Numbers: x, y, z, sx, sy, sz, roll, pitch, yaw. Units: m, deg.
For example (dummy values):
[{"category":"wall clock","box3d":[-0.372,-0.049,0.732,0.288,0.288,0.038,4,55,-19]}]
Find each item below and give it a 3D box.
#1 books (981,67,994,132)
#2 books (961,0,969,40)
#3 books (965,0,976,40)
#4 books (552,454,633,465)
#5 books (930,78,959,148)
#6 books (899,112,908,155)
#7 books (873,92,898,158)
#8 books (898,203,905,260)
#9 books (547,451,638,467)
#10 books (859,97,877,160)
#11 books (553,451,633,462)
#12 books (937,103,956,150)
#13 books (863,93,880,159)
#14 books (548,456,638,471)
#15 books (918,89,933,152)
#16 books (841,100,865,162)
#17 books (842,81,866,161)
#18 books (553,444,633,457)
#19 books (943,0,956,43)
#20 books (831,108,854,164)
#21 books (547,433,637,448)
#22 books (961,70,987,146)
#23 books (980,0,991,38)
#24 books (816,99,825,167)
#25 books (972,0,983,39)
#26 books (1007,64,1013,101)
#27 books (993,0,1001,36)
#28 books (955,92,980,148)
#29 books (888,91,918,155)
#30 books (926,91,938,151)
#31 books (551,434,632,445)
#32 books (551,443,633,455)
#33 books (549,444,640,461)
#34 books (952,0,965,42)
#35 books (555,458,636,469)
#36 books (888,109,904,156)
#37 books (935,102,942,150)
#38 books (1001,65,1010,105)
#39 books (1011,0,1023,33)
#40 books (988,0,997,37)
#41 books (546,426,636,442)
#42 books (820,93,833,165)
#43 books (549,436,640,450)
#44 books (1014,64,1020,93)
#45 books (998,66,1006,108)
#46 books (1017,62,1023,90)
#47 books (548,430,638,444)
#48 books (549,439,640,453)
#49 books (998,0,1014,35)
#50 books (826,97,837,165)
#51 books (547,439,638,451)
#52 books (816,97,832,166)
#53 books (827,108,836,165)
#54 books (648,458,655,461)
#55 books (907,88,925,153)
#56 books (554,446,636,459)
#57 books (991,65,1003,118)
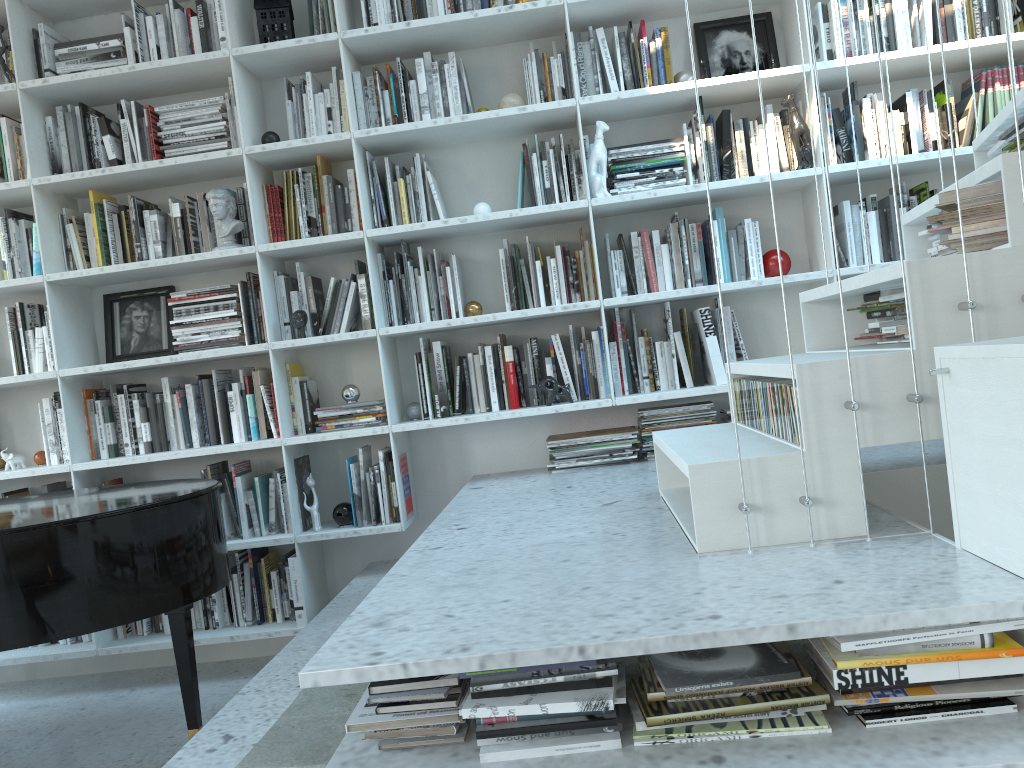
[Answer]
[{"category":"books","box3d":[1.755,-1.008,3.317,0.033,0.294,0.169,-7,2,4]},{"category":"books","box3d":[1.659,-1.362,3.313,0.012,0.283,0.151,-7,2,4]},{"category":"books","box3d":[1.671,-1.360,3.309,0.013,0.277,0.188,-7,1,4]},{"category":"books","box3d":[0.318,0.284,3.479,0.308,0.008,0.195,-7,1,8]},{"category":"books","box3d":[1.622,-0.984,3.338,0.026,0.278,0.169,-7,2,4]},{"category":"books","box3d":[1.453,-0.916,3.357,0.030,0.184,0.137,-7,1,4]},{"category":"books","box3d":[1.382,-0.946,3.340,0.056,0.261,0.176,-7,2,4]},{"category":"books","box3d":[1.442,-0.562,3.358,0.014,0.221,0.155,-7,1,4]},{"category":"books","box3d":[0.319,0.292,3.476,0.346,0.007,0.193,-7,1,9]},{"category":"books","box3d":[1.320,-0.930,3.345,0.026,0.246,0.180,-7,1,4]},{"category":"books","box3d":[0.318,0.277,3.484,0.308,0.008,0.195,-7,1,6]},{"category":"books","box3d":[1.601,-0.932,3.314,0.024,0.181,0.191,-7,1,4]},{"category":"books","box3d":[1.344,-0.943,3.355,0.022,0.265,0.157,-7,2,4]},{"category":"books","box3d":[0.321,0.307,3.479,0.346,0.007,0.193,-7,1,8]},{"category":"books","box3d":[1.542,-0.962,3.351,0.012,0.254,0.161,-7,2,4]},{"category":"books","box3d":[1.285,-0.924,3.349,0.022,0.243,0.170,-7,1,4]},{"category":"books","box3d":[1.298,-0.966,3.365,0.012,0.322,0.141,-7,2,4]},{"category":"books","box3d":[0.317,0.254,3.488,0.308,0.008,0.195,-7,1,4]},{"category":"books","box3d":[1.618,-1.334,3.337,0.028,0.237,0.145,-7,2,4]},{"category":"books","box3d":[1.243,-0.916,3.380,0.066,0.236,0.144,-7,2,4]},{"category":"books","box3d":[0.315,0.217,3.482,0.346,0.007,0.193,-7,1,6]},{"category":"books","box3d":[1.718,-1.001,3.320,0.072,0.291,0.169,-7,2,4]},{"category":"books","box3d":[1.722,-1.334,3.302,0.025,0.211,0.188,-7,1,4]},{"category":"books","box3d":[1.139,-0.922,3.365,0.026,0.273,0.158,-7,2,4]},{"category":"books","box3d":[1.692,-1.358,3.305,0.028,0.268,0.173,-7,2,4]},{"category":"books","box3d":[1.832,-1.018,3.307,0.018,0.293,0.169,-7,2,4]},{"category":"books","box3d":[1.775,-1.377,3.313,0.013,0.283,0.149,-7,2,4]},{"category":"books","box3d":[1.682,-0.957,3.323,0.088,0.217,0.167,-7,1,4]},{"category":"books","box3d":[1.473,-0.950,3.338,0.022,0.247,0.181,-7,1,4]},{"category":"books","box3d":[1.561,-0.962,3.353,0.025,0.249,0.133,-7,2,4]},{"category":"books","box3d":[0.314,0.209,3.482,0.308,0.008,0.195,-7,1,6]},{"category":"books","box3d":[0.318,0.246,3.475,0.308,0.008,0.195,-7,1,9]},{"category":"books","box3d":[0.318,0.269,3.484,0.345,0.007,0.193,-7,1,2]},{"category":"books","box3d":[1.643,-1.345,3.324,0.025,0.252,0.160,-7,2,4]},{"category":"books","box3d":[0.320,0.299,3.479,0.308,0.008,0.195,-7,1,0]},{"category":"books","box3d":[1.425,-0.914,3.338,0.023,0.189,0.169,-7,1,4]},{"category":"books","box3d":[1.583,-0.944,3.355,0.014,0.207,0.138,-7,2,4]},{"category":"books","box3d":[1.815,-1.016,3.312,0.018,0.293,0.169,-7,2,4]},{"category":"books","box3d":[1.848,-1.390,3.295,0.042,0.292,0.186,-7,2,4]},{"category":"books","box3d":[1.747,-1.341,3.309,0.025,0.220,0.177,-7,1,4]},{"category":"books","box3d":[0.312,0.194,3.481,0.346,0.007,0.193,-7,1,6]},{"category":"books","box3d":[1.182,-0.937,3.375,0.010,0.293,0.164,-7,2,4]},{"category":"books","box3d":[0.315,0.224,3.473,0.345,0.007,0.193,-7,1,-1]},{"category":"books","box3d":[1.851,-1.020,3.310,0.018,0.293,0.169,-7,2,4]},{"category":"books","box3d":[1.797,-1.013,3.314,0.018,0.293,0.169,-7,2,4]},{"category":"books","box3d":[1.868,-1.022,3.303,0.018,0.293,0.169,-7,2,4]},{"category":"books","box3d":[0.313,0.202,3.481,0.345,0.007,0.193,-7,1,2]},{"category":"books","box3d":[0.317,0.239,3.480,0.345,0.007,0.193,-7,1,1]},{"category":"books","box3d":[1.800,-1.335,3.296,0.029,0.195,0.192,-7,1,4]},{"category":"books","box3d":[1.203,-0.933,3.383,0.010,0.279,0.147,-7,2,4]},{"category":"books","box3d":[0.317,0.231,3.482,0.346,0.007,0.193,-7,1,6]},{"category":"books","box3d":[1.164,-0.927,3.361,0.025,0.277,0.160,-7,2,4]},{"category":"books","box3d":[1.195,-0.911,3.375,0.010,0.239,0.147,-7,2,4]},{"category":"books","box3d":[0.654,0.273,3.457,0.254,0.007,0.160,-7,1,7]},{"category":"books","box3d":[1.498,-0.959,3.346,0.029,0.259,0.171,-7,2,4]},{"category":"books","box3d":[0.317,0.262,3.476,0.308,0.008,0.195,-7,1,-1]},{"category":"books","box3d":[1.778,-1.011,3.301,0.018,0.293,0.169,-7,2,4]}]
